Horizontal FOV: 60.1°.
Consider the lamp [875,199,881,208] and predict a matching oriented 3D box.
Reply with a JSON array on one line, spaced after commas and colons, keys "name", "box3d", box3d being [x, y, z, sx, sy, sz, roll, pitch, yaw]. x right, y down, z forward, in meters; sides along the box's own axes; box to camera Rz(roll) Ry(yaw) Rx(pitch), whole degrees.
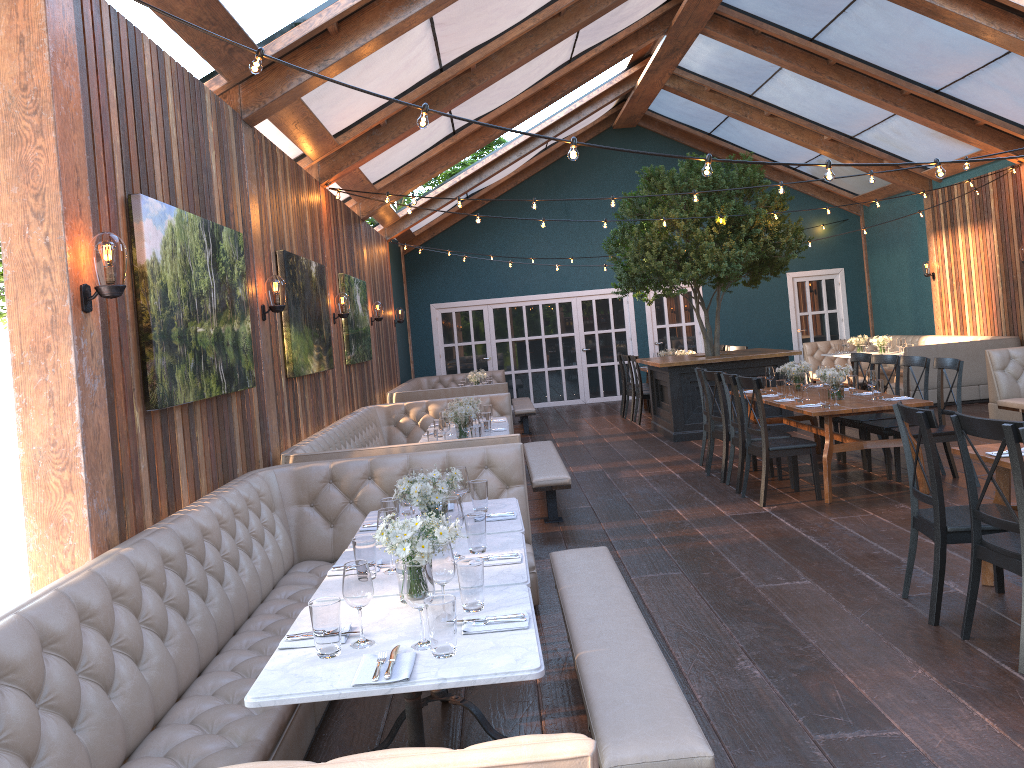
[{"name": "lamp", "box3d": [4.668, -2.309, 11.288, 0.056, 0.117, 0.068, -5, 1, -4]}]

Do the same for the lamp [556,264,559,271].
[{"name": "lamp", "box3d": [0.716, -1.840, 13.937, 0.056, 0.115, 0.074, -5, 1, 42]}]

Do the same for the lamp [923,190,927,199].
[{"name": "lamp", "box3d": [5.379, -2.472, 11.528, 0.056, 0.121, 0.056, -5, 0, -19]}]

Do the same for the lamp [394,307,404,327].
[{"name": "lamp", "box3d": [-1.853, -1.107, 14.561, 0.178, 0.320, 0.146, -5, 0, -1]}]

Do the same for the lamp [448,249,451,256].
[{"name": "lamp", "box3d": [-1.059, -2.219, 14.931, 0.056, 0.121, 0.056, -5, 0, -17]}]

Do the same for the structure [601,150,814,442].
[{"name": "structure", "box3d": [2.613, -1.232, 11.791, 2.712, 3.697, 2.855, -5, 1, 8]}]

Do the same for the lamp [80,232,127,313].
[{"name": "lamp", "box3d": [-1.640, -0.453, 3.565, 0.178, 0.320, 0.146, -5, 0, -1]}]

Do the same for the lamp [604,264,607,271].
[{"name": "lamp", "box3d": [1.451, -1.813, 13.792, 0.056, 0.119, 0.060, -5, 0, 36]}]

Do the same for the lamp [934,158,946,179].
[{"name": "lamp", "box3d": [2.465, -1.243, 5.093, 0.056, 0.120, 0.056, -5, 0, 5]}]

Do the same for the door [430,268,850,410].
[{"name": "door", "box3d": [2.566, -0.826, 17.408, 8.172, 2.211, 0.174, -5, 0, -1]}]

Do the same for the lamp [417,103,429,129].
[{"name": "lamp", "box3d": [-0.415, -1.242, 4.096, 0.056, 0.119, 0.059, -5, 0, 30]}]

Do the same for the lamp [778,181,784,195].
[{"name": "lamp", "box3d": [2.414, -1.761, 7.945, 0.056, 0.121, 0.056, -5, 0, -26]}]

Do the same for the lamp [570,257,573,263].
[{"name": "lamp", "box3d": [1.062, -2.206, 15.741, 0.056, 0.121, 0.056, -5, 0, 23]}]

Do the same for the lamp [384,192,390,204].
[{"name": "lamp", "box3d": [-1.262, -1.877, 8.914, 0.056, 0.120, 0.056, -5, 0, -35]}]

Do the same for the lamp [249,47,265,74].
[{"name": "lamp", "box3d": [-1.107, -1.402, 3.834, 0.068, 0.117, 0.056, -5, 0, 6]}]

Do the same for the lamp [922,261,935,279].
[{"name": "lamp", "box3d": [6.930, -1.894, 14.738, 0.178, 0.320, 0.146, -5, 0, -1]}]

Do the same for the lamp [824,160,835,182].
[{"name": "lamp", "box3d": [1.739, -1.171, 4.857, 0.056, 0.121, 0.056, -5, 0, -2]}]

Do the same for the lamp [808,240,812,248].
[{"name": "lamp", "box3d": [4.353, -2.055, 12.934, 0.056, 0.121, 0.056, -5, 0, -25]}]

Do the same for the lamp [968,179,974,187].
[{"name": "lamp", "box3d": [6.088, -2.666, 11.730, 0.064, 0.118, 0.056, -5, 0, 8]}]

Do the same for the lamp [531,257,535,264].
[{"name": "lamp", "box3d": [0.366, -2.166, 15.473, 0.056, 0.120, 0.056, -5, 0, 1]}]

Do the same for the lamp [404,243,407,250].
[{"name": "lamp", "box3d": [-1.769, -2.279, 14.654, 0.056, 0.120, 0.056, -5, 0, -31]}]

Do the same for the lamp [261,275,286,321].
[{"name": "lamp", "box3d": [-1.693, -0.616, 6.298, 0.178, 0.320, 0.146, -5, 0, -1]}]

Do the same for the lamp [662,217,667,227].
[{"name": "lamp", "box3d": [1.788, -1.900, 10.373, 0.056, 0.121, 0.056, -5, 0, -20]}]

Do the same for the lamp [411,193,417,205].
[{"name": "lamp", "box3d": [-0.981, -1.847, 8.846, 0.056, 0.121, 0.056, -5, 0, 2]}]

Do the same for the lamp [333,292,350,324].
[{"name": "lamp", "box3d": [-1.746, -0.780, 9.067, 0.178, 0.320, 0.146, -5, 0, -1]}]

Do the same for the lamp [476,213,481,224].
[{"name": "lamp", "box3d": [-0.366, -1.801, 9.611, 0.056, 0.119, 0.062, -5, 1, 41]}]

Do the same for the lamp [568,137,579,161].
[{"name": "lamp", "box3d": [0.298, -1.157, 4.348, 0.056, 0.120, 0.056, -5, 0, -4]}]

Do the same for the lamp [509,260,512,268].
[{"name": "lamp", "box3d": [-0.029, -1.917, 14.143, 0.056, 0.119, 0.059, -5, 0, 3]}]

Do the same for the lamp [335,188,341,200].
[{"name": "lamp", "box3d": [-1.796, -1.956, 9.113, 0.056, 0.119, 0.062, -5, 1, 34]}]

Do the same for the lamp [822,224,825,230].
[{"name": "lamp", "box3d": [6.095, -3.075, 17.299, 0.056, 0.121, 0.056, -5, 0, -19]}]

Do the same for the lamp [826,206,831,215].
[{"name": "lamp", "box3d": [3.956, -2.176, 11.064, 0.060, 0.119, 0.056, -5, 0, 23]}]

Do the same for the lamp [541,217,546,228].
[{"name": "lamp", "box3d": [0.345, -1.801, 9.882, 0.056, 0.120, 0.056, -5, 0, -35]}]

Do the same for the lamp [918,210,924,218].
[{"name": "lamp", "box3d": [5.756, -2.395, 12.445, 0.056, 0.118, 0.066, -5, 1, -25]}]

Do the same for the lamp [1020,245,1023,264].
[{"name": "lamp", "box3d": [6.984, -1.731, 11.989, 0.178, 0.320, 0.146, -5, 0, -1]}]

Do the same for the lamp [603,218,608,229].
[{"name": "lamp", "box3d": [1.064, -1.838, 10.139, 0.056, 0.120, 0.056, -5, 0, -14]}]

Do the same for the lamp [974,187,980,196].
[{"name": "lamp", "box3d": [6.421, -2.659, 12.217, 0.073, 0.115, 0.056, -5, 0, 5]}]

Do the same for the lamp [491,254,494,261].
[{"name": "lamp", "box3d": [-0.346, -2.175, 15.201, 0.056, 0.120, 0.056, -5, 0, 14]}]

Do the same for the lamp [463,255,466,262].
[{"name": "lamp", "box3d": [-0.772, -2.033, 14.306, 0.059, 0.119, 0.056, -5, 0, -7]}]

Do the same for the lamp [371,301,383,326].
[{"name": "lamp", "box3d": [-1.800, -0.943, 11.813, 0.178, 0.320, 0.146, -5, 0, -1]}]

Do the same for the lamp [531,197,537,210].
[{"name": "lamp", "box3d": [0.213, -1.742, 8.542, 0.056, 0.121, 0.056, -5, 0, 11]}]

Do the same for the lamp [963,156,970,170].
[{"name": "lamp", "box3d": [3.874, -1.881, 7.546, 0.067, 0.117, 0.056, -6, 1, -38]}]

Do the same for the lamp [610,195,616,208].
[{"name": "lamp", "box3d": [0.950, -1.723, 8.348, 0.056, 0.121, 0.056, -5, 0, 8]}]

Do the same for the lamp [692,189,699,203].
[{"name": "lamp", "box3d": [1.689, -1.732, 8.154, 0.056, 0.121, 0.056, -5, 0, 40]}]

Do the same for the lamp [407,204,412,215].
[{"name": "lamp", "box3d": [-1.081, -1.849, 9.355, 0.065, 0.118, 0.056, -6, 1, -42]}]

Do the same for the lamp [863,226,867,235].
[{"name": "lamp", "box3d": [5.061, -2.199, 12.686, 0.056, 0.121, 0.056, -5, 0, -24]}]

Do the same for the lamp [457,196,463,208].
[{"name": "lamp", "box3d": [-0.519, -1.793, 8.732, 0.056, 0.121, 0.056, -5, 0, 23]}]

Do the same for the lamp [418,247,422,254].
[{"name": "lamp", "box3d": [-1.502, -2.183, 14.458, 0.076, 0.114, 0.056, -4, 1, 44]}]

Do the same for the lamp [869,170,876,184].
[{"name": "lamp", "box3d": [3.147, -1.809, 7.739, 0.056, 0.121, 0.056, -5, 0, 14]}]

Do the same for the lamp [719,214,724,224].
[{"name": "lamp", "box3d": [2.509, -1.978, 10.619, 0.056, 0.121, 0.056, -5, 0, 24]}]

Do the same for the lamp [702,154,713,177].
[{"name": "lamp", "box3d": [1.013, -1.138, 4.608, 0.056, 0.120, 0.056, -5, 0, -41]}]

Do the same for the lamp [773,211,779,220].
[{"name": "lamp", "box3d": [3.233, -2.067, 10.839, 0.060, 0.119, 0.056, -5, 0, -16]}]

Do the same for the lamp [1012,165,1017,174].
[{"name": "lamp", "box3d": [6.787, -2.897, 11.957, 0.056, 0.120, 0.056, -5, 0, 28]}]
